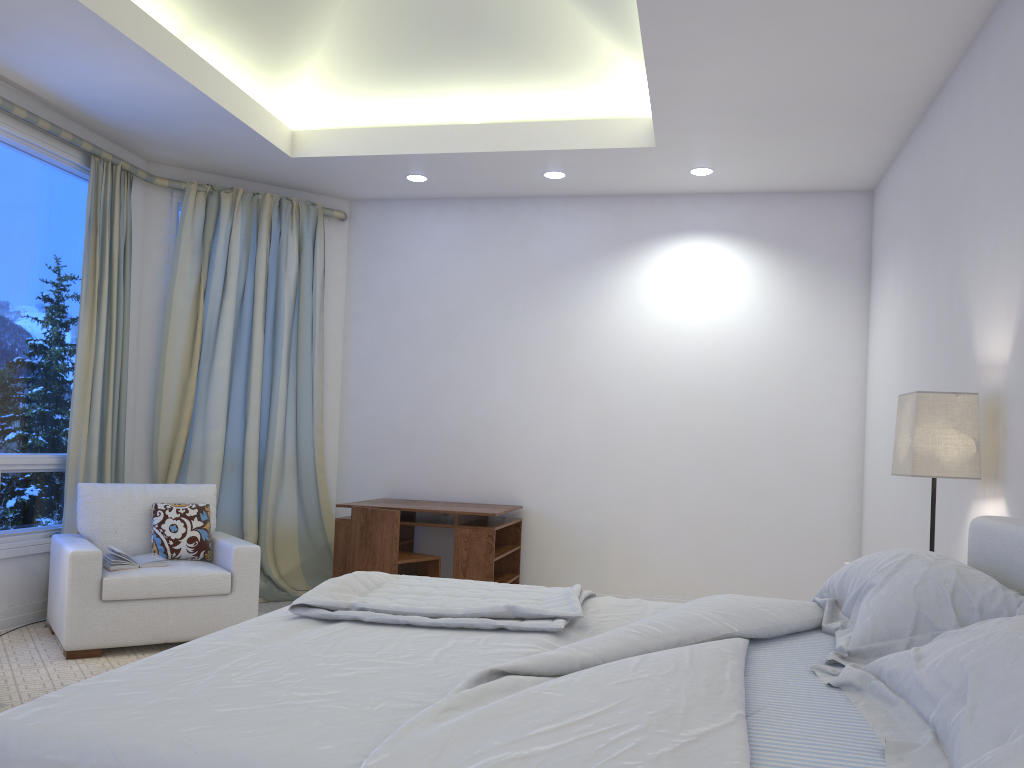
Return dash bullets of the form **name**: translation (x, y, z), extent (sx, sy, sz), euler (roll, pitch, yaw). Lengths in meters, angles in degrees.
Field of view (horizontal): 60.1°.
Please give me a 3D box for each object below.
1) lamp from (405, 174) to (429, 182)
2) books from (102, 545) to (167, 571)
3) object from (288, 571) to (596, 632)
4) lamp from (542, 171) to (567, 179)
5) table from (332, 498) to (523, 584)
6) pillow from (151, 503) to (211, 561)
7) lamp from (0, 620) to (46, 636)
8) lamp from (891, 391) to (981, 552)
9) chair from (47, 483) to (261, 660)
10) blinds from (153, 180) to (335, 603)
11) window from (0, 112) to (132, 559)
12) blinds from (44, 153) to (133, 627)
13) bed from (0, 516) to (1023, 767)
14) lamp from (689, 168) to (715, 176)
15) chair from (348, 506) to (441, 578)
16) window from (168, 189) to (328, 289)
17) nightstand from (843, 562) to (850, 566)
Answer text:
- **lamp**: translation (-0.556, -1.195, 5.170), extent (0.137, 0.014, 0.137), euler (4, -4, -16)
- **books**: translation (-1.675, 0.766, 3.928), extent (0.237, 0.089, 0.193), euler (5, -5, -37)
- **object**: translation (-0.148, 0.758, 2.439), extent (0.718, 0.466, 0.915), euler (2, -4, 8)
- **lamp**: translation (0.241, -1.174, 5.003), extent (0.137, 0.014, 0.137), euler (4, -4, -16)
- **table**: translation (-0.463, 1.001, 5.119), extent (0.900, 0.599, 0.742), euler (2, -3, 12)
- **pillow**: translation (-1.574, 0.706, 4.223), extent (0.275, 0.272, 0.135), euler (4, -2, -34)
- **lamp**: translation (-2.268, 0.574, 4.449), extent (0.319, 1.204, 2.368), euler (2, -4, 1)
- **lamp**: translation (1.374, 0.322, 2.881), extent (0.210, 0.581, 0.210), euler (2, -1, 7)
- **chair**: translation (-1.666, 0.825, 4.123), extent (0.807, 0.703, 0.688), euler (4, -3, -33)
- **blinds**: translation (-1.582, 0.046, 5.161), extent (1.773, 2.415, 0.296), euler (4, -2, -31)
- **window**: translation (-2.400, -0.202, 4.178), extent (0.206, 2.024, 1.516), euler (2, -2, 12)
- **blinds**: translation (-2.059, 0.001, 4.618), extent (0.295, 2.386, 0.781), euler (2, -1, 7)
- **bed**: translation (0.287, 0.687, 1.879), extent (2.019, 0.813, 1.974), euler (2, -4, 11)
- **lamp**: translation (1.035, -1.153, 4.835), extent (0.137, 0.014, 0.137), euler (4, -4, -16)
- **chair**: translation (-0.614, 0.955, 4.655), extent (0.340, 0.609, 0.341), euler (1, -2, 37)
- **window**: translation (-2.280, -0.322, 2.472), extent (0.813, 2.022, 6.863), euler (2, -4, 12)
- **nightstand**: translation (1.072, 0.821, 1.781), extent (0.400, 0.599, 2.556), euler (2, -4, 12)
